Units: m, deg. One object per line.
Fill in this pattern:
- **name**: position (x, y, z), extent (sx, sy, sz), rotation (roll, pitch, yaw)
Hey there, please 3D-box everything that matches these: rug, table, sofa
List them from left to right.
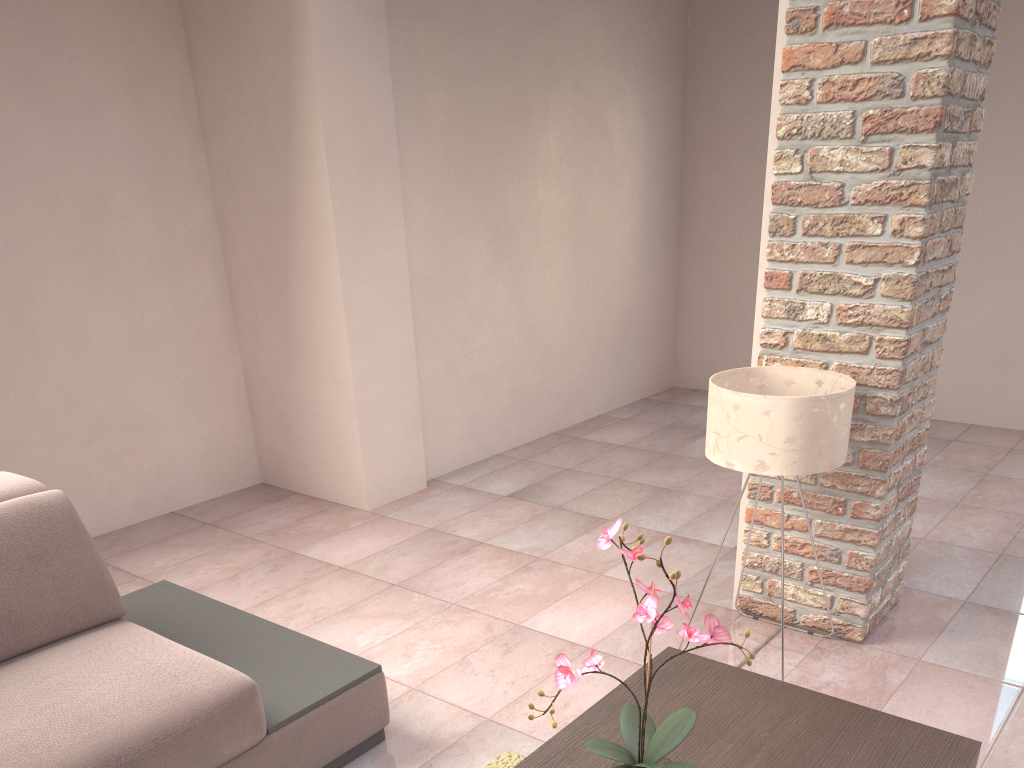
- **sofa**: position (-0.566, 0.745, 1.172), extent (2.998, 1.042, 2.075), rotation (9, 19, 36)
- **table**: position (0.276, 0.950, 1.616), extent (0.669, 0.384, 1.152), rotation (11, 20, 38)
- **rug**: position (0.526, 1.158, 1.527), extent (1.981, 0.010, 0.826), rotation (8, 17, 36)

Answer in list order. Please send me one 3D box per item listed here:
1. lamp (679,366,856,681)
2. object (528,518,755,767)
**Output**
- **lamp**: position (0.749, 0.413, 2.650), extent (0.368, 0.929, 0.392), rotation (15, 28, 35)
- **object**: position (0.228, 0.466, 1.444), extent (0.287, 0.653, 0.350), rotation (12, 26, 31)
